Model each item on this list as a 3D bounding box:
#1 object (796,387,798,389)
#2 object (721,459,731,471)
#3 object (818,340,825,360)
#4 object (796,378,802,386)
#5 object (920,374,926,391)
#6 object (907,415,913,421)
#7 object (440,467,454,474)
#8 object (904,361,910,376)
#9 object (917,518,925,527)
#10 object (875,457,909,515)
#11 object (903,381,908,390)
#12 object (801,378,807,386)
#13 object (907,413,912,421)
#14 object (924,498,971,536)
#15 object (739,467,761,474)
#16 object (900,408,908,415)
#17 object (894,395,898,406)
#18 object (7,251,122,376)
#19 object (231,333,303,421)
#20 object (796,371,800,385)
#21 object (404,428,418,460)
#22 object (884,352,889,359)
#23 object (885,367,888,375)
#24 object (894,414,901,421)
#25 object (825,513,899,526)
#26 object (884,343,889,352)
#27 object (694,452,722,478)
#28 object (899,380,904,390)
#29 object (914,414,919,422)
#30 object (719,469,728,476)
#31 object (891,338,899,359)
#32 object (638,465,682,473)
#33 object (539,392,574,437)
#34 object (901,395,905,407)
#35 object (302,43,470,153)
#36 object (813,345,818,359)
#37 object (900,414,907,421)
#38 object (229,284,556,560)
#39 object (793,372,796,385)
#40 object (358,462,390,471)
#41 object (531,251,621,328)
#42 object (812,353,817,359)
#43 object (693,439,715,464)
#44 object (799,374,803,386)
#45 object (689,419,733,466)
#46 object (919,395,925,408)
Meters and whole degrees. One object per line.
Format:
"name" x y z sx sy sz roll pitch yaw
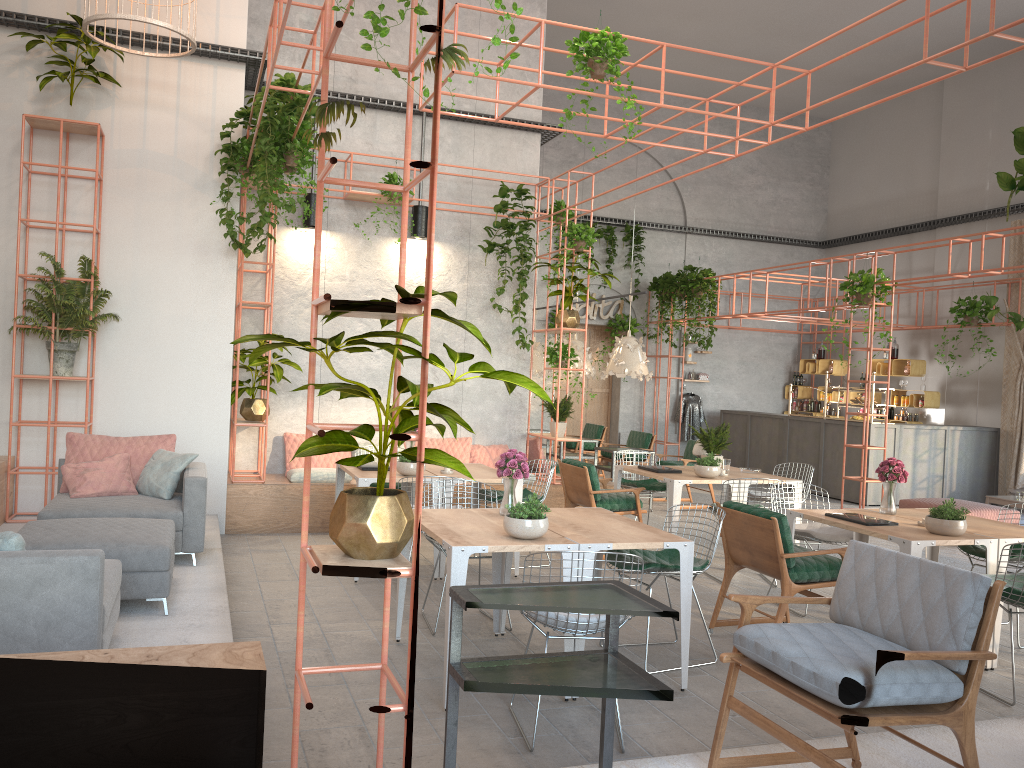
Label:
"object" 5.704 0.183 17.717 0.072 0.248 0.094 3 1 -20
"object" 2.158 0.819 8.954 0.095 0.119 0.095 3 1 5
"object" 6.039 -0.666 17.291 0.134 0.386 0.134 3 1 14
"object" 5.727 -0.042 17.727 0.115 0.147 0.115 3 1 25
"object" 6.883 -0.022 14.836 0.075 0.273 0.075 2 1 -31
"object" 6.756 0.577 15.078 0.115 0.107 0.115 3 1 -13
"object" -0.557 0.732 7.598 0.115 0.078 0.115 3 1 -14
"object" 6.751 -0.267 15.107 0.137 0.261 0.137 3 1 16
"object" 2.784 0.927 5.951 0.115 0.073 0.115 2 1 -25
"object" 2.759 0.740 6.453 0.213 0.414 0.225 2 1 -27
"object" 6.676 0.022 15.043 0.083 0.159 0.083 3 1 25
"object" 5.851 -0.037 17.771 0.115 0.147 0.115 3 1 25
"object" 6.722 0.564 14.981 0.073 0.131 0.073 2 1 -27
"object" 2.766 0.845 5.656 0.247 0.247 0.252 3 1 -20
"object" 2.395 0.870 8.918 0.218 0.041 0.218 3 1 -11
"object" 6.685 0.468 15.116 0.115 0.107 0.115 3 1 37
"object" 6.579 0.283 15.188 0.069 0.191 0.069 3 1 -8
"object" -4.045 -0.620 8.003 0.894 1.097 0.900 3 1 10
"object" -2.624 -0.079 9.091 0.934 0.919 0.903 3 1 42
"object" 5.753 -0.114 17.848 0.066 0.291 0.066 3 1 -13
"object" -0.913 0.539 8.058 0.213 0.414 0.225 2 1 -27
"object" 6.528 -0.493 15.464 0.088 0.123 0.088 3 1 37
"object" 6.563 -0.219 15.445 0.123 0.142 0.141 3 1 -20
"object" 6.596 0.568 15.159 0.115 0.107 0.115 2 1 -22
"object" 2.387 0.931 6.070 0.268 0.031 0.427 3 1 -20
"object" 6.646 -0.579 15.674 0.134 0.301 0.134 2 1 -31
"object" 1.824 0.750 8.273 0.248 0.247 0.254 3 1 -20
"object" 6.645 0.020 15.129 0.083 0.159 0.083 3 1 25
"object" 6.855 0.570 15.034 0.073 0.131 0.073 2 1 -27
"object" 2.018 0.845 8.511 0.115 0.078 0.115 3 1 -14
"object" 6.678 -0.618 15.481 0.134 0.386 0.134 2 1 -31
"object" 1.445 0.836 8.688 0.268 0.031 0.427 3 1 -20
"object" 0.533 0.353 10.277 0.438 0.527 0.368 3 1 -19
"object" 6.634 0.287 15.034 0.069 0.191 0.069 3 1 16
"object" -0.368 -0.819 2.450 0.894 1.101 0.900 3 1 35
"object" 6.007 -0.627 17.484 0.134 0.301 0.134 2 1 -31
"object" 6.639 0.571 15.036 0.115 0.107 0.115 3 1 37
"object" -0.384 0.113 2.902 0.934 0.923 0.903 3 1 37
"object" 5.681 -0.117 17.822 0.066 0.291 0.066 3 1 40
"object" -1.214 0.719 7.745 0.268 0.031 0.427 3 1 -20
"object" 0.727 -1.106 10.219 0.934 0.947 0.903 3 1 32
"object" 5.888 -0.541 17.274 0.088 0.123 0.088 3 1 37
"object" 1.958 0.725 9.023 0.241 0.313 0.241 3 1 25
"object" 5.831 -0.110 17.873 0.066 0.291 0.066 3 1 20
"object" 1.964 0.611 8.695 0.438 0.527 0.368 3 1 -19
"object" 6.807 0.290 14.672 0.131 0.207 0.131 3 1 25
